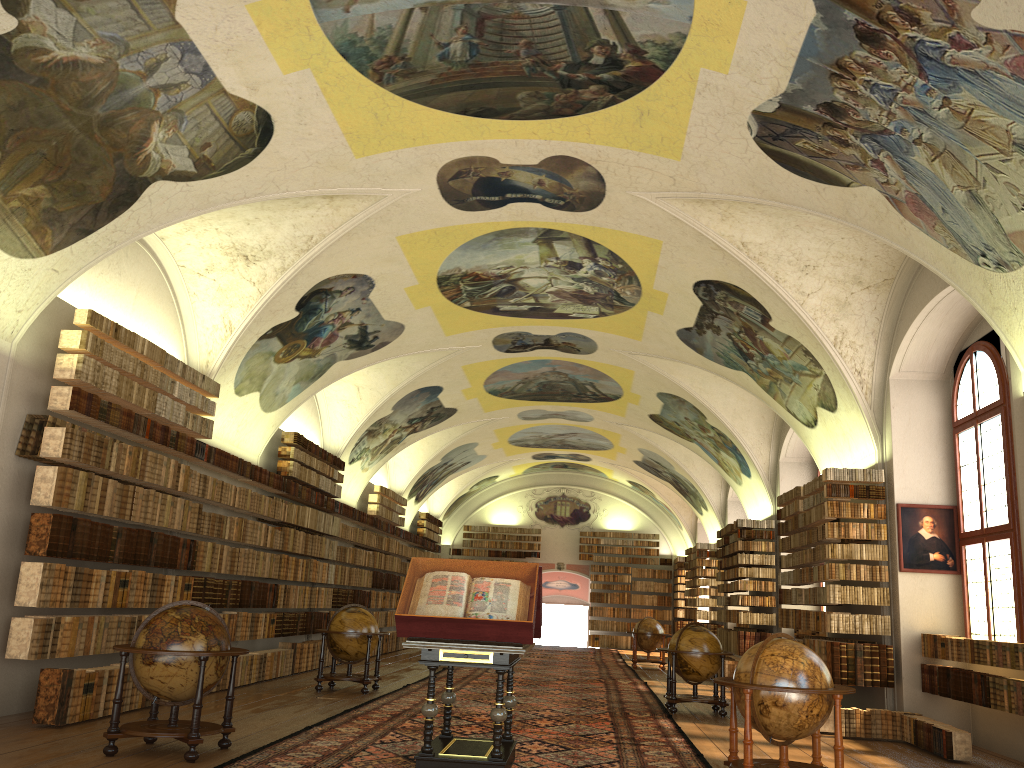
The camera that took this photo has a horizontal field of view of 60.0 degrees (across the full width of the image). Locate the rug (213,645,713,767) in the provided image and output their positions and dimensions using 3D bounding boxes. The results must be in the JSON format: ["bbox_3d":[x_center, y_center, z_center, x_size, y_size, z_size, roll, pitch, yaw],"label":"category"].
[{"bbox_3d":[0.502,6.126,18.204,4.704,0.064,37.072,2,-14,5],"label":"rug"}]

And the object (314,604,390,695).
[{"bbox_3d":[-2.765,4.530,15.278,1.281,1.442,1.283,-9,-18,41],"label":"object"}]

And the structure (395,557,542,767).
[{"bbox_3d":[-0.384,2.756,8.734,1.245,1.972,1.900,2,-13,5],"label":"structure"}]

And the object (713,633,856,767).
[{"bbox_3d":[2.524,3.062,8.255,1.281,1.442,1.283,-9,-18,41],"label":"object"}]

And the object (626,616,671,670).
[{"bbox_3d":[3.912,7.397,25.378,1.282,1.442,1.281,15,-18,-41],"label":"object"}]

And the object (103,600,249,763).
[{"bbox_3d":[-3.291,2.882,8.770,1.281,1.442,1.282,11,-16,-31],"label":"object"}]

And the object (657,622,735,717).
[{"bbox_3d":[3.052,4.709,14.763,1.281,1.442,1.282,11,-16,-31],"label":"object"}]
